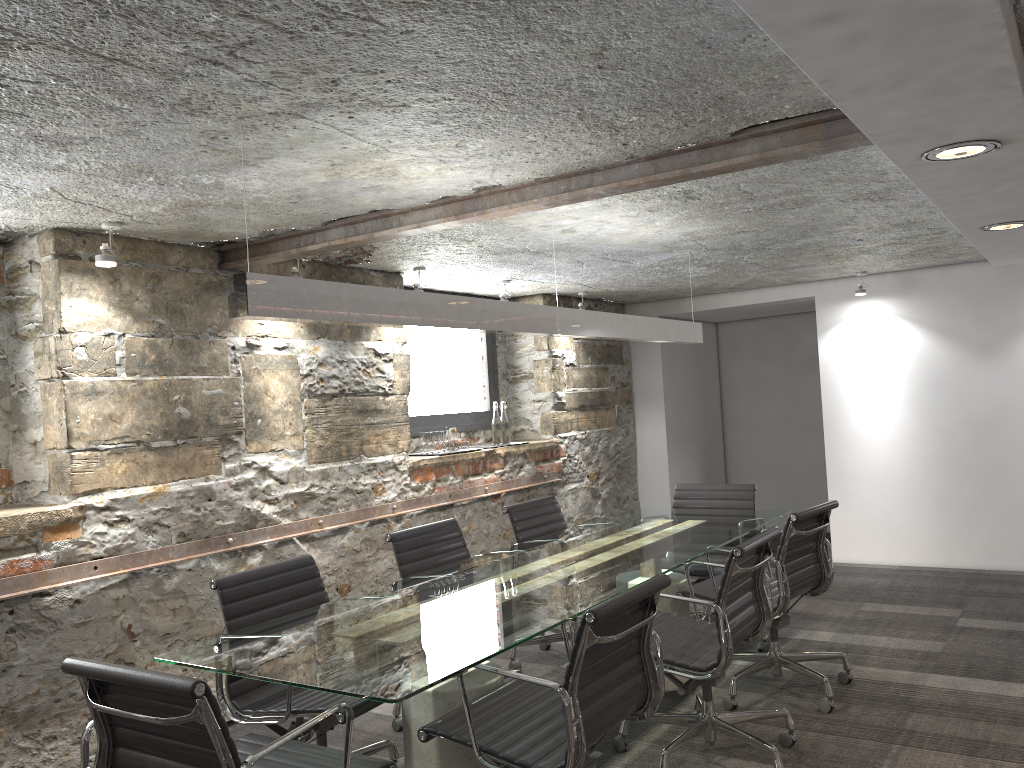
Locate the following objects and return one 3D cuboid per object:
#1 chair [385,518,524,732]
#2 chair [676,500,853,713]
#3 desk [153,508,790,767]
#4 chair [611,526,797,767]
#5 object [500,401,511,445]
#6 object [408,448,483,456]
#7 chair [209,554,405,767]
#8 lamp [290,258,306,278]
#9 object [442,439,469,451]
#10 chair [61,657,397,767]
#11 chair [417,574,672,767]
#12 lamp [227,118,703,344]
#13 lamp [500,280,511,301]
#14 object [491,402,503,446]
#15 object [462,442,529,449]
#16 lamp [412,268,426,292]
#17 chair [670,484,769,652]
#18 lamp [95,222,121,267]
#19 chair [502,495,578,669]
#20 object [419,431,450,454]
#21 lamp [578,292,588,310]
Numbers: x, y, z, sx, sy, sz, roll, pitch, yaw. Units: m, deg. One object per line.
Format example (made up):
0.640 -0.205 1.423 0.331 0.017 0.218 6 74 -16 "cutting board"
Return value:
-0.150 1.038 3.843 0.667 0.837 0.693 -4 -1 24 "chair"
1.135 0.965 4.030 0.667 0.837 0.693 -4 -1 31 "chair"
0.242 1.073 3.571 0.909 0.711 3.154 -4 -1 33 "desk"
0.675 0.978 3.320 0.667 0.837 0.693 -4 -1 23 "chair"
-0.053 0.269 6.078 0.073 0.300 0.073 -3 -1 2 "object"
-0.434 0.429 5.596 0.310 0.007 0.457 -4 -1 33 "object"
-0.625 1.051 3.036 0.667 0.837 0.693 -4 -1 20 "chair"
-1.027 -0.554 4.235 0.098 0.165 0.077 -3 -1 -24 "lamp"
-0.369 0.388 5.687 0.111 0.072 0.191 -4 -1 41 "object"
-0.669 1.036 2.172 0.693 0.837 0.667 -4 -1 23 "chair"
0.120 0.997 2.560 0.667 0.837 0.693 -4 -1 24 "chair"
0.146 -0.459 3.602 0.073 0.524 3.159 -4 -1 33 "lamp"
-0.052 -0.583 5.723 0.098 0.165 0.077 -3 -1 -24 "lamp"
-0.104 0.271 6.000 0.073 0.300 0.073 -3 -1 2 "object"
-0.126 0.420 6.067 0.310 0.007 0.457 -4 -1 33 "object"
-0.530 -0.569 4.994 0.098 0.165 0.077 -3 -1 -24 "lamp"
1.019 0.987 4.780 0.693 0.837 0.667 -4 -1 25 "chair"
-1.558 -0.538 3.423 0.098 0.165 0.077 -3 -1 -24 "lamp"
0.346 1.023 4.569 0.667 0.837 0.693 -4 -1 25 "chair"
-0.482 0.362 5.503 0.108 0.131 0.218 -4 -1 31 "object"
0.519 -0.600 6.596 0.098 0.165 0.077 -3 -1 -24 "lamp"
